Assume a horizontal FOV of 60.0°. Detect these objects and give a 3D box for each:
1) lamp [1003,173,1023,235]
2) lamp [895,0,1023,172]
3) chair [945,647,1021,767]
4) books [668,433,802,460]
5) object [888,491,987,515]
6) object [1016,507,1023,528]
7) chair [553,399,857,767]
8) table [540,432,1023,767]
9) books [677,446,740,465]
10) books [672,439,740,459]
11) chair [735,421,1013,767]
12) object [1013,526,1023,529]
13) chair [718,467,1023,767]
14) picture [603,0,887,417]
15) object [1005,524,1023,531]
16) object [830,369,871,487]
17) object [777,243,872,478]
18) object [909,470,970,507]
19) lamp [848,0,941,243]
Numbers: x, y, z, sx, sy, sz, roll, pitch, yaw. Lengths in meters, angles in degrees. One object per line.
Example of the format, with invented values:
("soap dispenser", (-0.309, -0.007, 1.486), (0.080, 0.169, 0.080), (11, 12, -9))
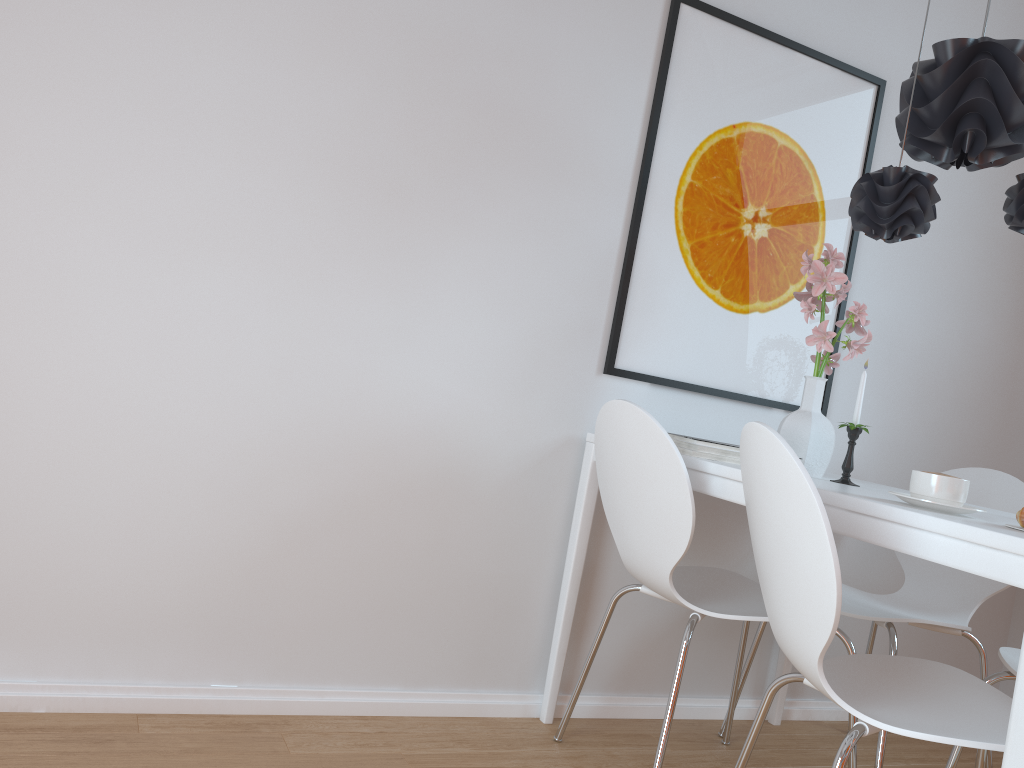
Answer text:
("lamp", (1.369, -1.083, 2.077), (0.167, 1.506, 0.172), (11, -1, -34))
("lamp", (1.102, -1.113, 1.954), (0.298, 1.294, 0.292), (10, -1, 21))
("chair", (1.331, 0.675, 1.886), (0.636, 0.871, 0.512), (11, -1, -35))
("books", (0.521, 0.151, 2.109), (0.256, 0.012, 0.208), (10, 0, -9))
("object", (0.760, 0.219, 1.590), (0.159, 0.020, 0.161), (10, 0, -10))
("object", (0.868, 0.216, 1.441), (0.060, 0.059, 0.074), (10, 0, -4))
("chair", (0.461, 0.516, 2.094), (0.639, 0.871, 0.509), (11, -1, -20))
("table", (0.774, 0.623, 1.943), (0.824, 0.771, 1.288), (11, 0, -25))
("books", (0.513, 0.177, 2.116), (0.257, 0.014, 0.192), (10, 0, -10))
("books", (0.520, 0.164, 2.116), (0.252, 0.014, 0.193), (10, 0, -12))
("chair", (0.649, 0.548, 1.497), (0.645, 0.871, 0.504), (10, -1, 0))
("object", (0.900, 0.249, 1.444), (0.124, 0.005, 0.118), (10, 0, 45))
("chair", (1.048, 0.626, 2.418), (0.637, 0.871, 0.511), (11, -1, -30))
("picture", (0.698, -0.479, 2.556), (0.791, 1.052, 0.017), (11, -1, -25))
("object", (0.901, 0.251, 1.448), (0.168, 0.005, 0.165), (10, 0, 17))
("object", (0.794, 0.084, 2.047), (0.080, 0.298, 0.078), (10, -1, 15))
("object", (0.778, -0.061, 2.206), (0.178, 0.579, 0.180), (10, -1, 1))
("object", (0.764, 0.191, 1.593), (0.093, 0.064, 0.099), (11, 0, -22))
("lamp", (0.928, -1.042, 1.881), (0.169, 1.506, 0.170), (10, -1, -9))
